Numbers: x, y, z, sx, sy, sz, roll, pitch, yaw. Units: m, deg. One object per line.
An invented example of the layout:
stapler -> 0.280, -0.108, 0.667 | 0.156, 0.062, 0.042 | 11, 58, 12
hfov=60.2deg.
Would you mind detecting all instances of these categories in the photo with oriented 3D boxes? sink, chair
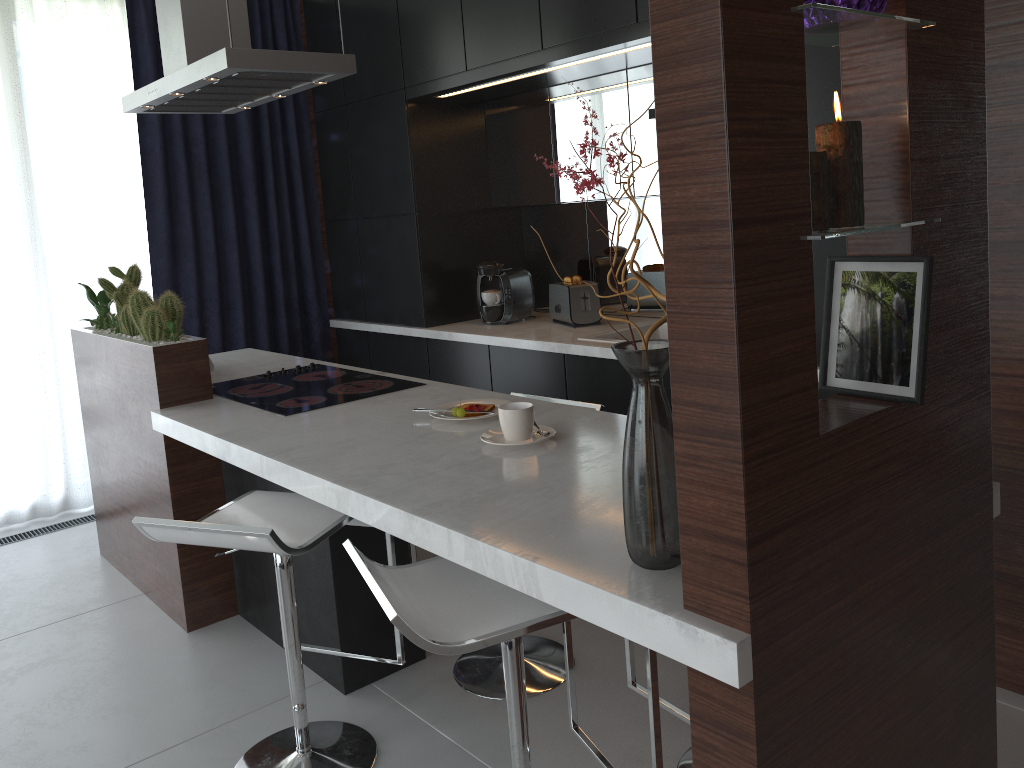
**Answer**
sink -> 0.730, -0.220, 3.463 | 0.507, 0.487, 0.857 | -12, 12, -38
chair -> 0.007, 0.449, 2.536 | 0.468, 0.732, 0.397 | -12, 11, -43
chair -> -0.022, 0.641, 1.666 | 0.465, 0.701, 0.399 | -8, 8, -21
chair -> -0.557, 0.593, 2.111 | 0.396, 0.701, 0.469 | -1, 9, 23
chair -> 0.553, 0.522, 1.958 | 0.467, 0.732, 0.398 | -9, 9, -33

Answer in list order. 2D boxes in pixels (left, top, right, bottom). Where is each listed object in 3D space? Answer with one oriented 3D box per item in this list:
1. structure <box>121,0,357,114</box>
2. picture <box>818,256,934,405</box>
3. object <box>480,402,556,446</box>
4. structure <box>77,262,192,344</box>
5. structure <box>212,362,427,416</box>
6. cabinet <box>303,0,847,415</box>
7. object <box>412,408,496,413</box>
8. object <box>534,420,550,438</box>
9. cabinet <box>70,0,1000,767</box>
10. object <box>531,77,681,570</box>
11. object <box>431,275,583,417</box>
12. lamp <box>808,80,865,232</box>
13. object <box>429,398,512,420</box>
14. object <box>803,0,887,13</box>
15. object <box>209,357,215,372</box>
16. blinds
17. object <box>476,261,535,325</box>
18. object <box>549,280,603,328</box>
structure -> -1.048, -1.415, 3.154 | 0.450, 0.751, 1.048 | -11, 11, -39
picture -> 0.568, -0.090, 1.389 | 0.051, 0.219, 0.176 | -9, 9, -35
object -> 0.013, 0.095, 2.125 | 0.182, 0.085, 0.184 | 1, 12, 27
structure -> -1.427, -0.306, 3.262 | 0.224, 0.283, 1.005 | -10, 12, -36
structure -> -0.717, 0.018, 3.049 | 0.508, 0.056, 0.767 | -13, 14, -38
cabinet -> 0.297, -0.756, 3.883 | 0.711, 2.525, 3.493 | -10, 11, -39
object -> -0.159, 0.073, 2.426 | 0.248, 0.008, 0.027 | 0, 12, 20
object -> 0.061, 0.113, 2.164 | 0.036, 0.012, 0.167 | -7, 12, -13
cabinet -> -0.504, -0.427, 2.549 | 0.792, 2.523, 3.349 | -10, 11, -39
object -> 0.157, -0.088, 1.348 | 0.198, 0.727, 0.392 | 0, 9, 32
object -> 0.081, -0.204, 3.234 | 0.140, 0.219, 1.904 | -2, 11, 16
lamp -> 0.441, -0.327, 1.273 | 0.154, 0.208, 0.078 | -9, 8, -27
object -> -0.109, 0.076, 2.440 | 0.238, 0.019, 0.242 | 0, 12, 23
object -> 0.465, -0.564, 1.260 | 0.134, 0.096, 0.134 | -4, 10, 1
object -> -1.384, -0.121, 3.586 | 0.224, 0.143, 0.345 | -12, 13, -38
blinds -> -1.328, -0.081, 0.584 | 5.842, 2.741, 7.174 | -12, 13, -35
object -> -0.049, -0.456, 4.335 | 0.215, 0.308, 0.272 | 1, 10, 35
object -> 0.284, -0.372, 4.078 | 0.176, 0.193, 0.263 | -7, 10, -18
